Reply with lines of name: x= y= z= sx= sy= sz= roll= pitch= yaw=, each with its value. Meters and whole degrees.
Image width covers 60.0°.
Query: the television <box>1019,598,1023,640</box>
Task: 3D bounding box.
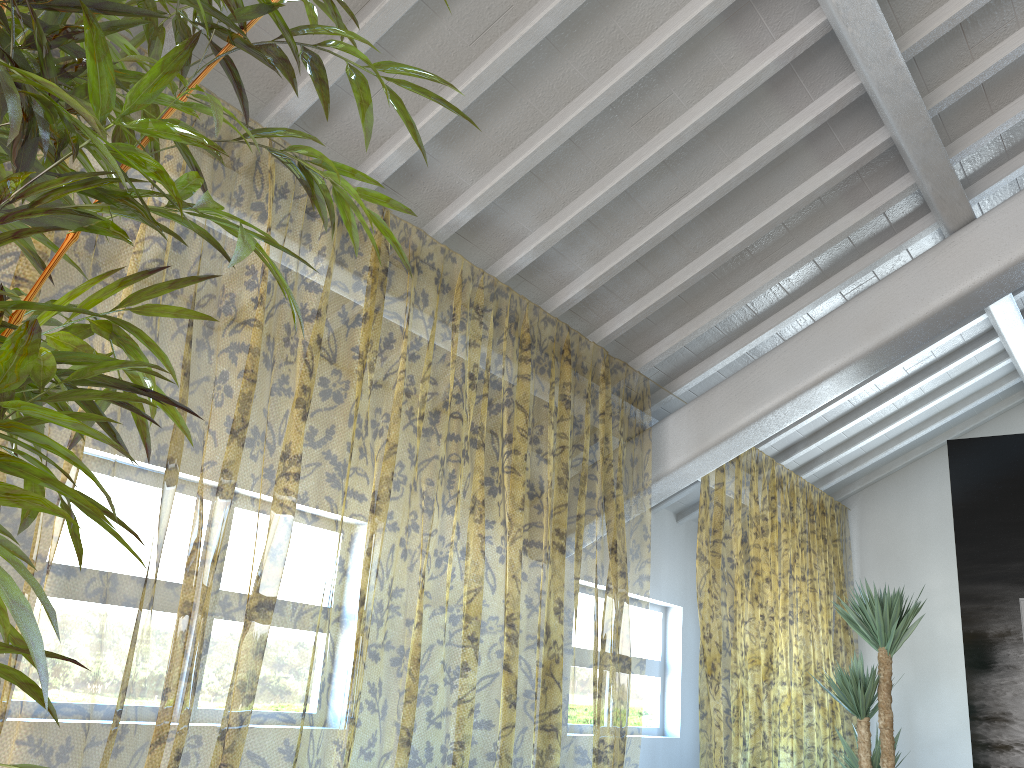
television: x=3.390 y=1.430 z=4.537 sx=1.336 sy=0.639 sz=0.044 roll=-9 pitch=-24 yaw=36

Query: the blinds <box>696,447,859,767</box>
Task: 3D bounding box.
blinds: x=1.846 y=1.809 z=5.934 sx=0.306 sy=2.546 sz=2.780 roll=-10 pitch=-24 yaw=36

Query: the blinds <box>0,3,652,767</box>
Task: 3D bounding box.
blinds: x=-0.395 y=0.648 z=3.135 sx=0.306 sy=2.546 sz=3.505 roll=-10 pitch=-24 yaw=36

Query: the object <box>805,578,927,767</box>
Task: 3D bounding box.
object: x=1.703 y=1.725 z=4.164 sx=0.564 sy=1.586 sz=0.588 roll=11 pitch=-20 yaw=-17

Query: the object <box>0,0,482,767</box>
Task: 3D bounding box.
object: x=-0.661 y=-0.098 z=0.931 sx=1.399 sy=2.473 sz=1.177 roll=14 pitch=-21 yaw=-25
